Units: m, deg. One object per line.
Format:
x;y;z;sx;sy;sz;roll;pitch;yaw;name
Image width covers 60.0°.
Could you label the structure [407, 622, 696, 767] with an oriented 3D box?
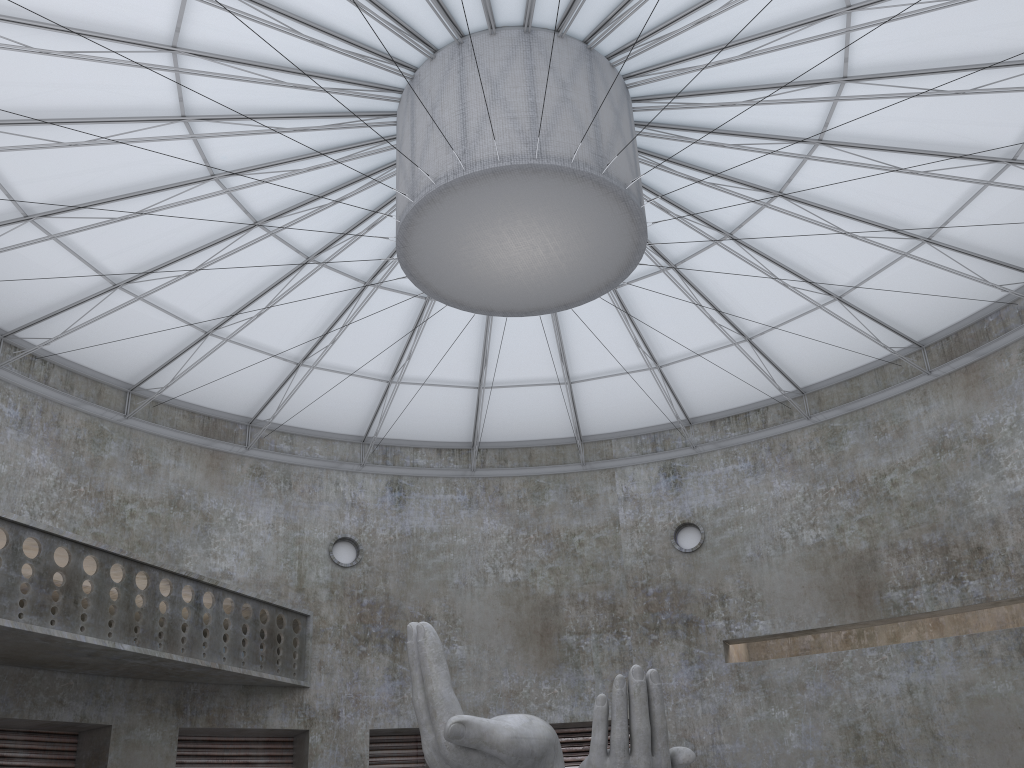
2.956;7.303;18.126;10.745;5.598;15.909;6;-28;-18;structure
